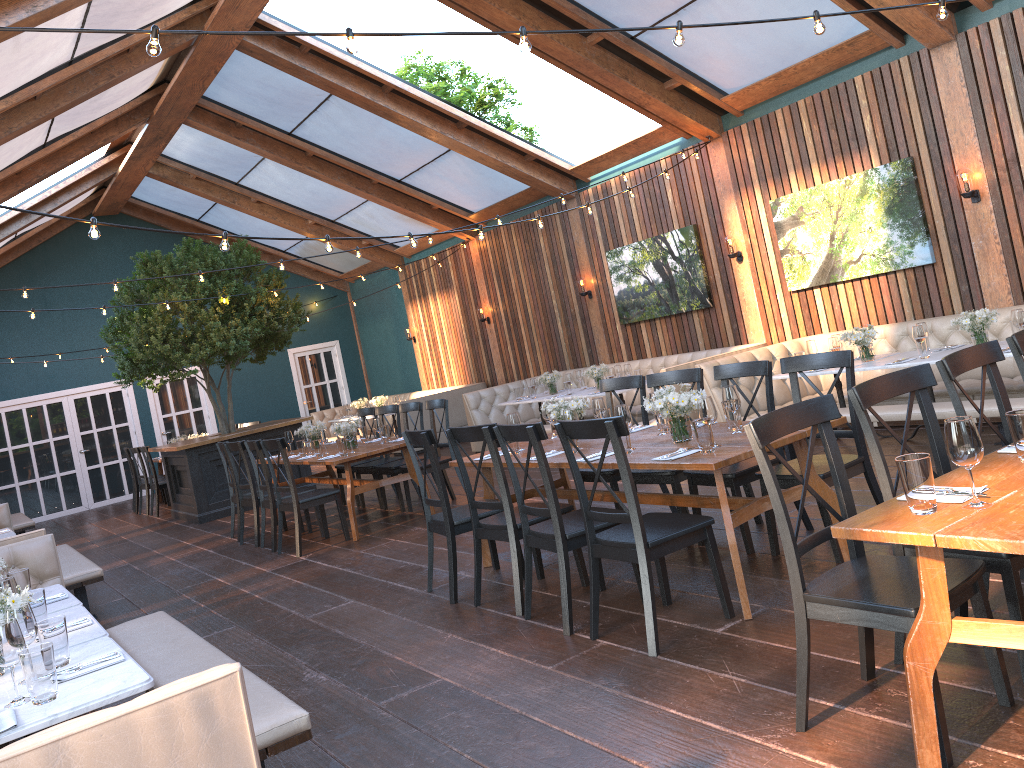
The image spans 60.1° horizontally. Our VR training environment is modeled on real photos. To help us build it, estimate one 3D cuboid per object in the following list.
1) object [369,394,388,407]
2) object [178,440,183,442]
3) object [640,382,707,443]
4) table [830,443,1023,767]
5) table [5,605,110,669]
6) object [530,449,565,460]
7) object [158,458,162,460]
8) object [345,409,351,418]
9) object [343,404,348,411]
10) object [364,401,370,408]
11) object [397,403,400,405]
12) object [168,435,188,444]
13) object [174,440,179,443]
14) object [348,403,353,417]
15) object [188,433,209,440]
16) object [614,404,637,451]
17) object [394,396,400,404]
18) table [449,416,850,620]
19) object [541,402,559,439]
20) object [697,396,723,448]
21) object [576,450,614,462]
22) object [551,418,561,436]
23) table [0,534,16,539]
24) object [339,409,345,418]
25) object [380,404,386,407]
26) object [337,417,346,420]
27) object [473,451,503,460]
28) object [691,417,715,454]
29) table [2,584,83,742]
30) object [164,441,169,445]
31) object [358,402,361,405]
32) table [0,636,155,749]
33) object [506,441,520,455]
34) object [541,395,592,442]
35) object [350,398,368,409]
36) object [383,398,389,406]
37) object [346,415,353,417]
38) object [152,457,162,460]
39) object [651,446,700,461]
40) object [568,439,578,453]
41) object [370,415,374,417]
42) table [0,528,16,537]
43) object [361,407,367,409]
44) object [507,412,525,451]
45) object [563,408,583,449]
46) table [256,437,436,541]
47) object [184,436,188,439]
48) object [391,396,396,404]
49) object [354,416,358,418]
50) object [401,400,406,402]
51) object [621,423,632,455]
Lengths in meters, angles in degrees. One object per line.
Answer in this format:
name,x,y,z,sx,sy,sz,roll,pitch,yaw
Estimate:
object,-2.316,0.351,15.461,0.335,0.310,0.330,-12,1,9
object,-5.071,0.988,13.578,0.092,0.245,0.092,-12,-1,15
object,0.871,0.150,4.659,0.334,0.310,0.331,-11,1,24
table,2.227,0.490,2.777,2.446,0.730,0.944,-13,2,-33
table,-1.960,1.359,3.386,0.803,0.673,0.794,-12,1,-33
object,0.218,0.410,5.197,0.256,0.019,0.156,-13,3,-33
object,-5.492,1.166,14.070,0.256,0.019,0.156,-13,3,-33
object,-2.987,0.535,16.150,0.091,0.158,0.092,-12,0,43
object,-3.078,0.495,16.463,0.092,0.245,0.092,-12,-1,9
object,-2.551,0.427,15.604,0.092,0.245,0.092,-12,-1,15
object,-1.969,0.363,15.313,0.091,0.158,0.092,-12,0,43
object,-5.427,0.986,14.460,0.331,0.310,0.334,-12,1,-35
object,-5.318,1.014,14.094,0.092,0.245,0.092,-12,-1,9
object,-2.959,0.480,16.254,0.092,0.245,0.092,-12,-1,9
object,-4.819,0.899,13.635,0.330,0.310,0.335,-12,1,-18
object,0.607,0.235,4.738,0.092,0.245,0.092,-12,-1,9
object,-1.933,0.328,14.991,0.092,0.245,0.092,-12,-1,15
table,0.691,0.696,5.128,0.956,0.730,2.416,-13,2,-33
object,0.258,0.246,6.005,0.092,0.245,0.092,-12,-1,15
object,0.953,0.185,4.273,0.092,0.245,0.092,-12,-1,9
object,0.467,0.379,4.739,0.256,0.019,0.156,-13,3,-33
object,0.304,0.274,6.130,0.092,0.158,0.092,-12,0,3
table,-4.380,1.680,7.160,0.803,0.673,0.794,-12,1,-33
object,-3.169,0.556,16.499,0.091,0.158,0.092,-12,0,43
object,-2.151,0.424,14.837,0.091,0.158,0.092,-12,0,43
object,-3.098,0.624,16.255,0.256,0.019,0.156,-13,3,-33
object,-0.113,0.453,5.690,0.256,0.019,0.156,-13,3,-33
object,0.905,0.244,4.160,0.092,0.158,0.091,-12,0,-7
table,-2.397,1.417,4.067,0.804,0.673,0.794,-12,1,-34
object,-5.666,1.065,14.546,0.092,0.245,0.092,-12,-1,9
object,-2.845,0.444,16.506,0.092,0.245,0.092,-12,-1,9
table,-1.523,1.301,2.704,0.804,0.673,0.794,-12,1,-34
object,0.004,0.363,5.577,0.091,0.158,0.092,-12,0,13
object,0.349,0.215,5.564,0.329,0.310,0.336,-12,1,2
object,-2.773,0.413,16.147,0.327,0.310,0.338,-11,1,22
object,-2.122,0.369,14.940,0.092,0.245,0.092,-12,-1,15
object,-3.051,0.596,16.627,0.158,0.019,0.253,-13,3,-33
object,-5.805,1.209,14.547,0.256,0.019,0.156,-13,3,-33
object,0.807,0.331,4.264,0.256,0.019,0.156,-13,3,-33
object,0.329,0.321,5.093,0.092,0.158,0.091,-12,0,-7
object,-2.262,0.513,14.941,0.256,0.019,0.156,-13,3,-33
table,-4.817,1.738,7.841,0.804,0.673,0.794,-12,1,-34
object,-2.580,0.481,15.500,0.091,0.158,0.092,-12,0,43
object,0.023,0.310,5.695,0.092,0.245,0.092,-12,-1,15
object,0.358,0.266,5.196,0.092,0.245,0.092,-12,-1,9
table,-1.725,1.016,8.895,0.956,0.730,2.416,-13,2,-33
object,-5.463,1.007,14.864,0.092,0.245,0.092,-12,-1,9
object,-2.014,0.334,15.211,0.092,0.245,0.092,-12,-1,15
object,-2.691,0.570,15.605,0.256,0.019,0.156,-13,3,-33
object,-1.824,0.351,14.953,0.091,0.158,0.092,-12,0,43
object,0.578,0.289,4.634,0.092,0.158,0.091,-12,0,-7
